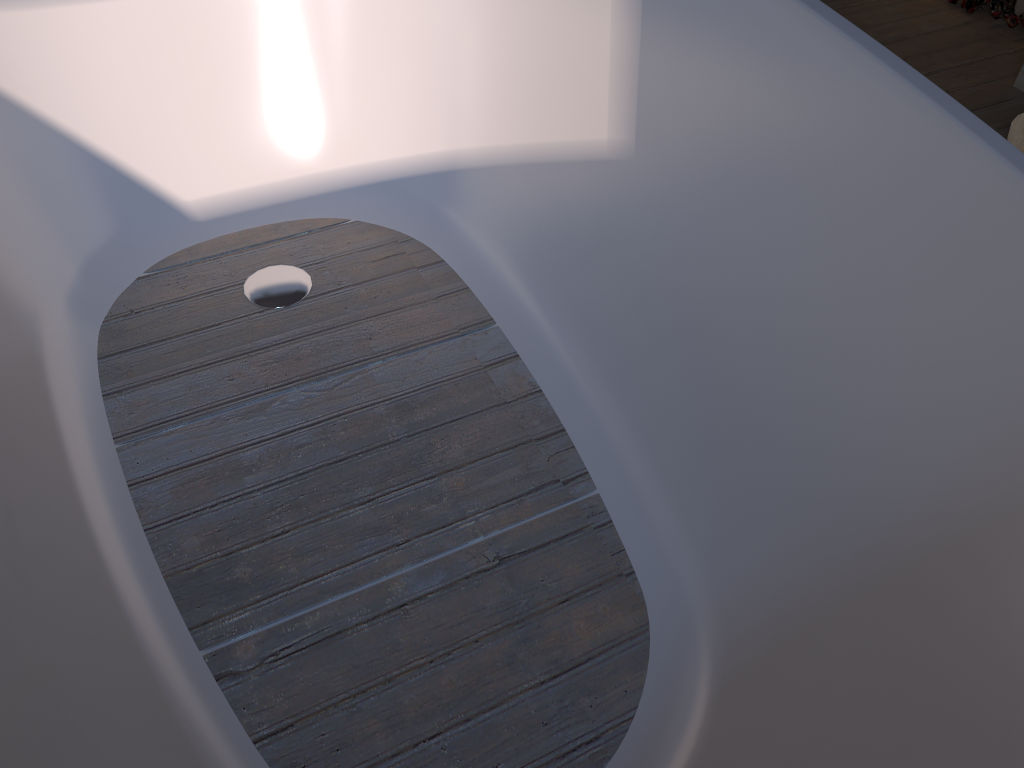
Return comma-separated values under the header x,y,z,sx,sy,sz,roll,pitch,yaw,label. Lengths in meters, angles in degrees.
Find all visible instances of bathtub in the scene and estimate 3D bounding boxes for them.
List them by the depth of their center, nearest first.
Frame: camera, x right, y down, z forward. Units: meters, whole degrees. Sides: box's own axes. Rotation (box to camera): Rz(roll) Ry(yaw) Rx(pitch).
x,y,z,sx,sy,sz,roll,pitch,yaw,label
-0.239,-0.270,0.973,1.460,1.109,1.935,-2,47,-6,bathtub

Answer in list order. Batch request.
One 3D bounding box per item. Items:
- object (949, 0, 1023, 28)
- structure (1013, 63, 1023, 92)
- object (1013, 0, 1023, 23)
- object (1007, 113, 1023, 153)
x,y,z,sx,sy,sz,roll,pitch,yaw,label
1.870,-1.144,2.643,0.935,0.085,0.829,-35,58,-31,object
1.280,-1.433,2.029,0.226,1.330,1.130,-19,51,-20,structure
1.587,-1.070,2.536,0.278,0.084,0.085,16,48,11,object
1.348,-0.602,2.044,0.437,0.143,0.141,-20,52,-21,object
